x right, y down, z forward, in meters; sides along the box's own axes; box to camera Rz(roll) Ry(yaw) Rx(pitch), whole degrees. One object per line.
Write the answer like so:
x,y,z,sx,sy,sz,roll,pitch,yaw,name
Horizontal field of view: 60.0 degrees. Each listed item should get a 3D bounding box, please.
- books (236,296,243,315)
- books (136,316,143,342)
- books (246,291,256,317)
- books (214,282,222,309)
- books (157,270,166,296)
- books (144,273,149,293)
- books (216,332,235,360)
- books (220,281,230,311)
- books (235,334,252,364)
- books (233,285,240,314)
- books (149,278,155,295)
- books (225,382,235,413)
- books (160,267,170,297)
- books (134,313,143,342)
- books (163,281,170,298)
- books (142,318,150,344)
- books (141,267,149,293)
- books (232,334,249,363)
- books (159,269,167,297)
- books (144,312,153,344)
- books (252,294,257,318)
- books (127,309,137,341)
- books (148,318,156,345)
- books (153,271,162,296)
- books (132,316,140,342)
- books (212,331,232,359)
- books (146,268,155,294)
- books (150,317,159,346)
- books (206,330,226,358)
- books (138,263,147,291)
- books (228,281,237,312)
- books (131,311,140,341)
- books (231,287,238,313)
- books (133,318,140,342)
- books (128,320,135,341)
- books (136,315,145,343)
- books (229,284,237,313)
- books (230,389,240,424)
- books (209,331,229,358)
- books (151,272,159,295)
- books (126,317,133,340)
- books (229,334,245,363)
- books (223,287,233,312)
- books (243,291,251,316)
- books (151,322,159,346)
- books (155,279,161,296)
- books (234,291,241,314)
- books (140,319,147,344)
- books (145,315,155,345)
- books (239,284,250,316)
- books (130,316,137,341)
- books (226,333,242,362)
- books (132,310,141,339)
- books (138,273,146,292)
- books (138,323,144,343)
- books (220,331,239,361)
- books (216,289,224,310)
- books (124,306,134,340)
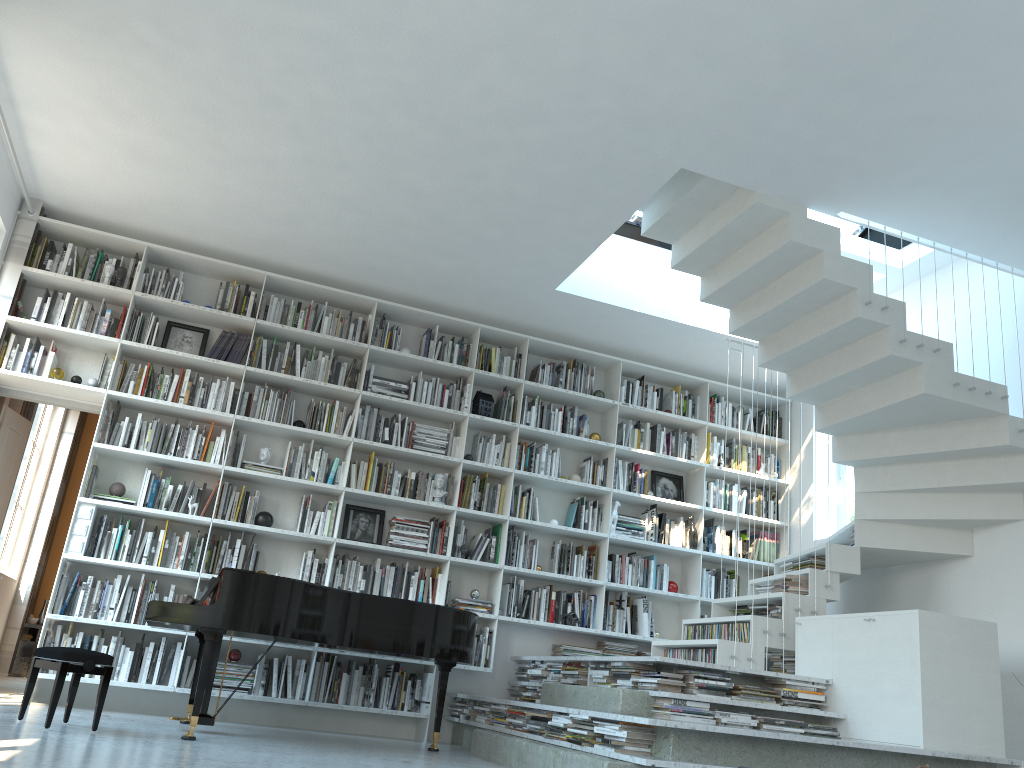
-2.044,-0.534,6.619,0.027,0.189,0.178,13,-20,-17,books
-2.660,-0.347,6.331,0.010,0.248,0.166,13,-20,-17,books
-1.970,-0.548,6.652,0.031,0.253,0.178,13,-20,-17,books
-2.194,-0.605,6.598,0.013,0.277,0.151,13,-20,-17,books
-2.560,-0.684,6.466,0.016,0.260,0.154,13,-20,-17,books
-2.655,-0.678,6.438,0.032,0.209,0.158,13,-20,-17,books
-2.121,-0.233,6.517,0.110,0.278,0.174,13,-20,-17,books
-2.145,-0.600,6.597,0.024,0.278,0.188,13,-20,-17,books
-1.993,-0.214,6.545,0.079,0.284,0.174,13,-20,-17,books
-2.067,-0.581,6.619,0.011,0.273,0.184,13,-20,-17,books
-2.623,-0.661,6.452,0.017,0.193,0.129,13,-20,-17,books
-2.046,0.134,6.413,0.035,0.263,0.178,13,-20,-17,books
-2.532,-0.693,6.460,0.015,0.278,0.191,13,-20,-17,books
-2.665,-0.356,6.322,0.009,0.259,0.184,13,-20,-17,books
-2.524,-0.638,6.467,0.026,0.182,0.162,13,-20,-17,books
-2.619,-0.337,6.338,0.019,0.243,0.154,13,-20,-17,books
-2.671,-0.705,6.440,0.007,0.258,0.157,13,-20,-17,books
-2.019,-0.215,6.551,0.079,0.284,0.174,13,-20,-17,books
-2.548,-0.688,6.470,0.007,0.271,0.155,13,-20,-17,books
-2.606,-0.353,6.346,0.005,0.280,0.191,13,-20,-17,books
-1.942,-0.535,6.675,0.039,0.251,0.147,13,-20,-17,books
-2.714,-0.378,6.317,0.006,0.286,0.148,13,-20,-17,books
-2.579,-0.332,6.349,0.011,0.249,0.168,13,-20,-17,books
-2.589,-0.681,6.458,0.016,0.242,0.156,13,-20,-17,books
-2.677,-0.345,6.310,0.009,0.227,0.185,13,-20,-17,books
-2.136,-0.243,6.495,0.110,0.278,0.174,13,-20,-17,books
-2.629,-0.694,6.443,0.012,0.248,0.180,13,-20,-17,books
-2.567,-0.332,6.352,0.012,0.254,0.167,13,-20,-17,books
-2.181,-0.250,6.489,0.110,0.278,0.174,13,-20,-17,books
-2.692,-0.722,6.439,0.007,0.284,0.160,13,-20,-17,books
-2.107,-0.603,6.640,0.014,0.319,0.137,13,-20,-17,books
-2.691,-0.367,6.326,0.005,0.276,0.147,13,-20,-17,books
-2.078,-0.578,6.614,0.010,0.262,0.157,13,-20,-17,books
-2.668,-0.340,6.300,0.004,0.213,0.187,13,-20,-17,books
-2.709,-0.336,6.310,0.015,0.206,0.173,13,-20,-17,books
-2.646,-0.350,6.314,0.004,0.245,0.189,13,-20,-17,books
-2.091,-0.587,6.624,0.013,0.282,0.167,13,-20,-17,books
-2.006,0.164,6.392,0.039,0.201,0.236,13,-20,-17,books
-2.163,-0.242,6.504,0.110,0.278,0.174,13,-20,-17,books
-2.602,-0.677,6.446,0.013,0.224,0.177,13,-20,-17,books
-2.732,-0.348,6.327,0.006,0.232,0.136,13,-20,-17,books
-2.042,-0.219,6.549,0.079,0.284,0.174,13,-20,-17,books
-2.121,-0.581,6.598,0.028,0.248,0.156,13,-20,-17,books
-1.999,-0.552,6.657,0.022,0.259,0.152,13,-20,-17,books
-2.555,-0.312,6.342,0.012,0.213,0.186,13,-20,-17,books
-2.581,-0.652,6.462,0.014,0.191,0.146,13,-20,-17,books
-2.068,-0.561,6.646,0.013,0.253,0.129,13,-20,-17,books
-2.628,-0.331,6.320,0.018,0.218,0.187,13,-20,-17,books
-2.591,-0.342,6.337,0.023,0.257,0.184,13,-20,-17,books
-2.011,-0.581,6.634,0.025,0.296,0.164,13,-20,-17,books
-2.698,-0.350,6.319,0.005,0.237,0.154,13,-20,-17,books
-2.061,-0.225,6.538,0.079,0.284,0.174,13,-20,-17,books
-2.686,-0.371,6.332,0.006,0.288,0.144,13,-20,-17,books
-2.683,-0.684,6.422,0.017,0.203,0.143,13,-20,-17,books
-2.654,-0.322,6.348,0.012,0.214,0.132,13,-20,-17,books
-2.086,-0.234,6.509,0.097,0.281,0.174,13,-20,-17,books
-2.174,-0.576,6.583,0.028,0.217,0.153,13,-20,-17,books
-2.723,-0.387,6.304,0.005,0.291,0.184,13,-20,-17,books
